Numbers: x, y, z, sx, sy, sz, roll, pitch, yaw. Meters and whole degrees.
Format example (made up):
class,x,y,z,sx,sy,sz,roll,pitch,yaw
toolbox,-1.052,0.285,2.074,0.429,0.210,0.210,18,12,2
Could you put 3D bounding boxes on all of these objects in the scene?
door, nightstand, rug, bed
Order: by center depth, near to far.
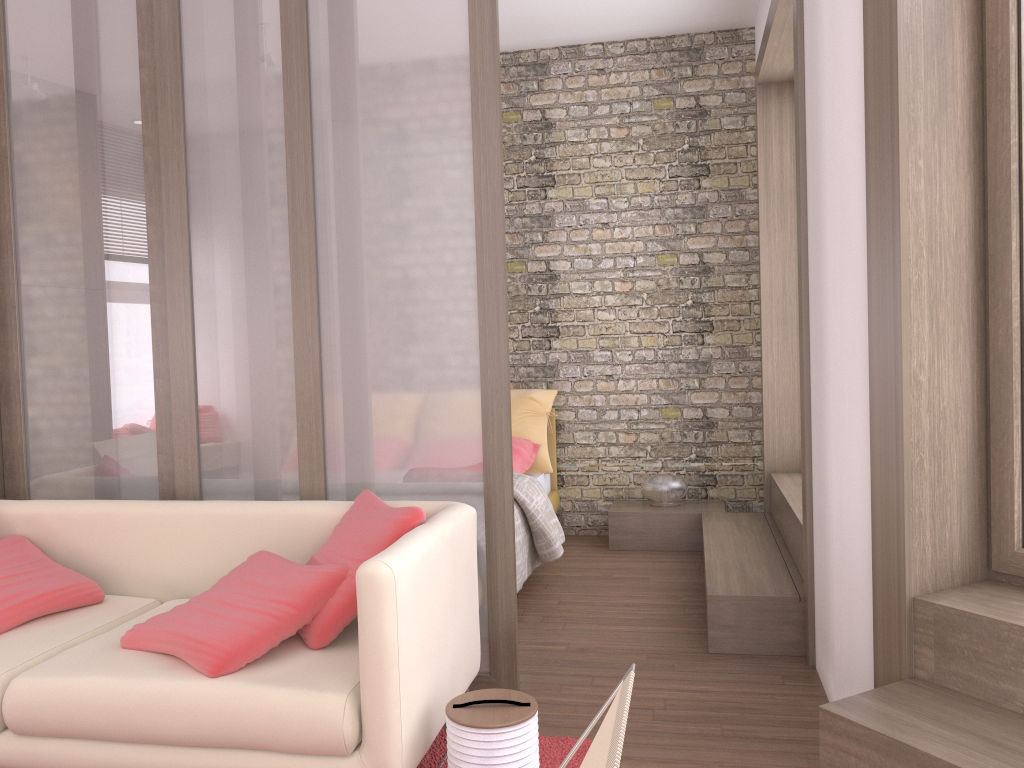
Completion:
class,x,y,z,sx,sy,sz,roll,pitch,yaw
rug,-1.506,1.240,1.481,2.938,0.016,3.344,-1,2,12
door,1.913,-0.502,1.988,0.142,2.275,1.800,-3,2,-29
bed,-0.787,0.658,4.979,2.219,0.861,2.360,-1,2,11
nightstand,0.981,0.890,5.595,0.707,0.240,0.400,-1,2,11

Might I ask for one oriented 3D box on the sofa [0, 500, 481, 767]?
class,x,y,z,sx,sy,sz,roll,pitch,yaw
sofa,-1.268,0.806,2.774,2.204,0.751,0.919,-1,2,11

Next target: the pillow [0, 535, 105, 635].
class,x,y,z,sx,sy,sz,roll,pitch,yaw
pillow,-1.691,0.663,2.919,0.467,0.224,0.507,-1,2,24

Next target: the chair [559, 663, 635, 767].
class,x,y,z,sx,sy,sz,roll,pitch,yaw
chair,-0.279,0.838,1.148,0.853,0.762,0.739,-1,2,11

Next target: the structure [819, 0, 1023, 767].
class,x,y,z,sx,sy,sz,roll,pitch,yaw
structure,1.615,-0.308,1.828,0.845,2.881,2.039,-3,2,-29

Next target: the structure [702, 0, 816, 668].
class,x,y,z,sx,sy,sz,roll,pitch,yaw
structure,1.325,-0.394,4.344,0.808,2.881,2.039,-1,2,11

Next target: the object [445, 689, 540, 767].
class,x,y,z,sx,sy,sz,roll,pitch,yaw
object,-0.047,0.988,2.293,0.239,0.341,0.239,0,3,44

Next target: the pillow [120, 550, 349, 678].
class,x,y,z,sx,sy,sz,roll,pitch,yaw
pillow,-0.791,0.648,2.563,0.507,0.224,0.467,0,3,39

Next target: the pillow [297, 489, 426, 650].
class,x,y,z,sx,sy,sz,roll,pitch,yaw
pillow,-0.522,0.550,2.728,0.379,0.377,0.498,-3,2,-29

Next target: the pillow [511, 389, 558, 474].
class,x,y,z,sx,sy,sz,roll,pitch,yaw
pillow,-0.201,0.320,5.838,1.021,0.557,0.366,-1,2,11

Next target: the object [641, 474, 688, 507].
class,x,y,z,sx,sy,sz,roll,pitch,yaw
object,0.967,0.669,5.627,0.296,0.199,0.211,-1,2,9

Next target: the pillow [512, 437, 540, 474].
class,x,y,z,sx,sy,sz,roll,pitch,yaw
pillow,-0.271,0.467,5.493,0.834,0.261,0.540,-1,2,12
